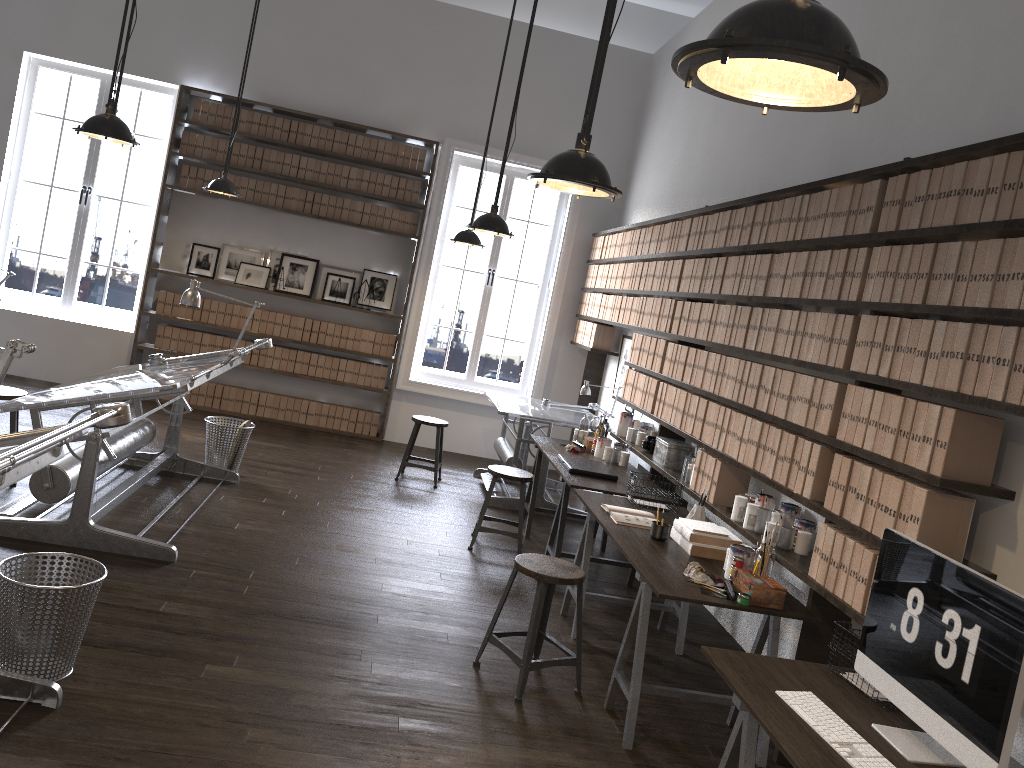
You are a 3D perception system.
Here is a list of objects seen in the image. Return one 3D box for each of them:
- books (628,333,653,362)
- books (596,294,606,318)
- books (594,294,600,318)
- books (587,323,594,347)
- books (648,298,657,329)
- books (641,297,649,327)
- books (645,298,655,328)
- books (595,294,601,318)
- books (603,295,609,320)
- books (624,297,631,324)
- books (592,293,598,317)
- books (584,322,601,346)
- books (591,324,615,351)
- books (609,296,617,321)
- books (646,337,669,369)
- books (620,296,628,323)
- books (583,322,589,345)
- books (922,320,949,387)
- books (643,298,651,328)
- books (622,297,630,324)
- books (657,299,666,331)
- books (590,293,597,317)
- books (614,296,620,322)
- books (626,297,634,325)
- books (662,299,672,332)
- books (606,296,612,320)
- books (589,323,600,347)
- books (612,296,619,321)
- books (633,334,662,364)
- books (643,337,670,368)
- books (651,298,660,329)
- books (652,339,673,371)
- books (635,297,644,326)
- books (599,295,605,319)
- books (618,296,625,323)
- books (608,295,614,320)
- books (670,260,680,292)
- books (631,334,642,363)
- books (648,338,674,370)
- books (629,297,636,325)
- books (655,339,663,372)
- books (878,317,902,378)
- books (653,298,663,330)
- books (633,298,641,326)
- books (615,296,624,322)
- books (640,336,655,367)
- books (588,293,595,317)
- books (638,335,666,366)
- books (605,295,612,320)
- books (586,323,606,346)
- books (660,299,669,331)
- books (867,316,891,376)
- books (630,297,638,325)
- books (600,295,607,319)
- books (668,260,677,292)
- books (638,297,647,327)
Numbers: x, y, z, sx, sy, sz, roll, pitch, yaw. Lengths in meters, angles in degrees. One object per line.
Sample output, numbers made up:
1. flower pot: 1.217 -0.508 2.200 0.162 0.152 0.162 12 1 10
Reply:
1. books: 0.984 -0.257 6.671 0.174 0.225 0.067 11 3 -8
2. books: 0.872 -0.690 8.007 0.174 0.225 0.067 11 3 -8
3. books: 0.860 -0.705 8.145 0.174 0.225 0.067 11 3 -8
4. books: 0.800 -0.435 8.158 0.174 0.225 0.067 11 3 -8
5. books: 1.084 -0.486 6.305 0.174 0.225 0.067 11 3 -8
6. books: 1.062 -0.510 6.516 0.174 0.225 0.067 11 3 -8
7. books: 1.074 -0.495 6.377 0.174 0.225 0.067 11 3 -8
8. books: 0.868 -0.697 8.070 0.174 0.225 0.067 11 3 -8
9. books: 0.905 -0.653 7.769 0.174 0.225 0.067 11 3 -8
10. books: 1.000 -0.561 7.002 0.174 0.225 0.067 11 3 -8
11. books: 0.853 -0.713 8.214 0.174 0.225 0.067 11 3 -8
12. books: 0.787 -0.450 8.287 0.174 0.225 0.067 11 3 -8
13. books: 0.822 -0.418 8.021 0.174 0.225 0.067 11 3 -8
14. books: 0.934 -0.621 7.487 0.174 0.225 0.067 11 3 -8
15. books: 1.048 -0.199 6.194 0.174 0.225 0.067 11 3 -8
16. books: 0.979 -0.579 7.141 0.174 0.225 0.067 11 3 -8
17. books: 0.777 -0.459 8.358 0.174 0.225 0.067 11 3 -8
18. books: 1.495 -0.085 2.966 0.174 0.225 0.067 11 3 -8
19. books: 1.069 -0.502 6.447 0.174 0.225 0.067 11 3 -8
20. books: 0.992 -0.570 7.072 0.174 0.225 0.067 11 3 -8
21. books: 1.111 -0.462 6.110 0.174 0.225 0.067 11 3 -8
22. books: 0.841 -0.722 8.283 0.174 0.225 0.067 11 3 -8
23. books: 0.957 -0.604 7.360 0.174 0.225 0.067 11 3 -8
24. books: 1.003 -0.554 6.934 0.174 0.225 0.067 11 3 -8
25. books: 1.124 -0.446 5.969 0.174 0.225 0.067 11 3 -8
26. books: 0.920 -0.637 7.631 0.174 0.225 0.067 11 3 -8
27. books: 0.816 -0.426 8.090 0.174 0.225 0.067 11 3 -8
28. books: 0.946 -0.612 7.425 0.174 0.225 0.067 11 3 -8
29. books: 1.004 -0.241 6.537 0.174 0.225 0.067 11 3 -8
30. books: 1.035 -0.209 6.264 0.174 0.225 0.067 11 3 -8
31. books: 1.094 -0.478 6.243 0.174 0.225 0.067 11 3 -8
32. books: 1.066 -0.182 6.046 0.174 0.225 0.067 11 3 -8
33. books: 1.038 -0.528 6.656 0.174 0.225 0.067 11 3 -8
34. books: 0.884 -0.672 7.920 0.174 0.225 0.067 11 3 -8
35. books: 0.975 -0.587 7.213 0.174 0.225 0.067 11 3 -8
36. books: 0.925 -0.629 7.558 0.174 0.225 0.067 11 3 -8
37. books: 1.179 -0.707 5.957 0.174 0.225 0.067 11 3 -8
38. books: 0.995 -0.248 6.599 0.174 0.225 0.067 11 3 -8
39. books: 1.052 -0.191 6.119 0.174 0.225 0.067 11 3 -8
40. books: 1.015 -0.546 6.869 0.174 0.225 0.067 11 3 -8
41. books: 1.073 -0.173 5.971 0.174 0.225 0.067 11 3 -8
42. books: 1.461 -0.119 3.246 0.174 0.225 0.067 11 3 -8
43. books: 1.097 -0.471 6.176 0.174 0.225 0.067 11 3 -8
44. books: 1.028 -0.530 6.734 0.174 0.225 0.067 11 3 -8
45. books: 0.960 -0.596 7.286 0.174 0.225 0.067 11 3 -8
46. books: 1.031 -0.216 6.334 0.174 0.225 0.067 11 3 -8
47. books: 0.829 -0.731 8.354 0.174 0.225 0.067 11 3 -8
48. books: 1.022 -0.225 6.405 0.174 0.225 0.067 11 3 -8
49. books: 0.915 -0.645 7.700 0.174 0.225 0.067 11 3 -8
50. books: 0.797 -0.443 8.225 0.174 0.225 0.067 11 3 -8
51. books: 1.120 -0.453 6.040 0.174 0.225 0.067 11 3 -8
52. books: 1.449 -0.128 3.317 0.174 0.225 0.067 11 3 -8
53. books: 1.021 -0.539 6.806 0.174 0.225 0.067 11 3 -8
54. books: 0.893 -0.662 7.838 0.174 0.225 0.067 11 3 -8
55. books: 1.172 -0.714 6.019 0.174 0.225 0.067 11 3 -8
56. books: 1.050 -0.519 6.585 0.174 0.225 0.067 11 3 -8
